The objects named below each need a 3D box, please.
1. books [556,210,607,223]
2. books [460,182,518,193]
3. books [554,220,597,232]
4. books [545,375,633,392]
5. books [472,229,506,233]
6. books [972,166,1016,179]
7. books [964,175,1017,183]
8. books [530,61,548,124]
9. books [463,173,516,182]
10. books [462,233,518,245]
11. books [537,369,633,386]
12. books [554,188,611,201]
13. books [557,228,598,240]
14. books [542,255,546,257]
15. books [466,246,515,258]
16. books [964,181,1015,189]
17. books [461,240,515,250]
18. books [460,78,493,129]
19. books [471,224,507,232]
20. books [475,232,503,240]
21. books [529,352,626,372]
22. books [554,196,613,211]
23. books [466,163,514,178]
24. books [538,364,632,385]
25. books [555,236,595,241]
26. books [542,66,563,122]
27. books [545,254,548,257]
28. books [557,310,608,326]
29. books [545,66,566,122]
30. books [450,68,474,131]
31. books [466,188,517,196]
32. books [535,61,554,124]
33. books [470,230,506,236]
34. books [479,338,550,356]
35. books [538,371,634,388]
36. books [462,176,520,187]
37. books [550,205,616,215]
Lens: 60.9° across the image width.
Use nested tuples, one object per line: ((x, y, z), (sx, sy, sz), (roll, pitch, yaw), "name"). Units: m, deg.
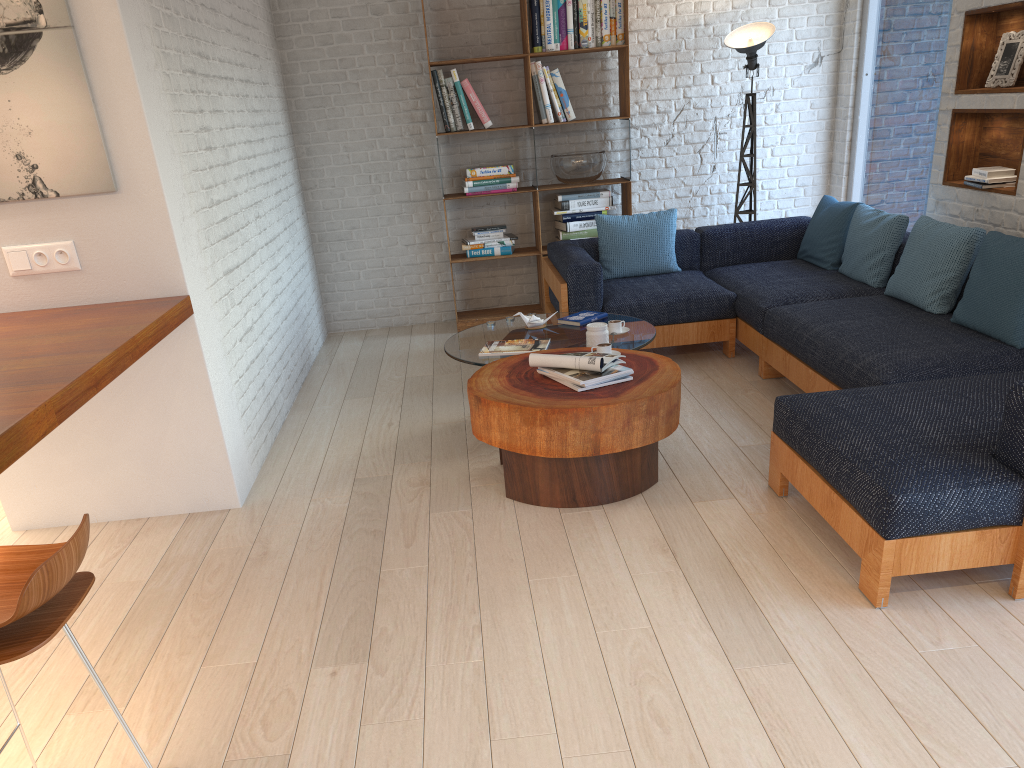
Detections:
((0.498, -1.227, 6.317), (0.325, 0.059, 0.239), (-7, 18, -7), "books")
((-0.165, -1.405, 6.201), (0.379, 0.039, 0.229), (-7, 18, -6), "books")
((0.529, -1.174, 6.355), (0.376, 0.069, 0.231), (-10, 19, -14), "books")
((0.308, -0.035, 3.608), (0.249, 0.011, 0.303), (-13, 19, -22), "books")
((-0.173, -1.128, 6.353), (0.242, 0.009, 0.146), (-6, 18, -2), "books")
((2.435, -1.070, 4.410), (0.132, 0.036, 0.192), (-3, 18, 7), "books")
((2.436, -1.043, 4.416), (0.171, 0.020, 0.221), (-5, 18, 0), "books")
((0.172, -1.994, 5.981), (0.101, 0.408, 0.228), (-6, 23, -3), "books")
((-0.162, -1.473, 6.183), (0.355, 0.022, 0.255), (-6, 18, -3), "books")
((-0.165, -1.057, 6.362), (0.378, 0.019, 0.230), (-8, 18, -9), "books")
((0.298, -0.054, 3.596), (0.246, 0.011, 0.306), (-17, 21, -32), "books")
((0.505, -1.364, 6.281), (0.379, 0.039, 0.229), (-6, 18, -2), "books")
((0.521, -1.119, 6.396), (0.362, 0.059, 0.265), (-5, 18, 0), "books")
((0.243, -0.768, 6.526), (0.036, 0.408, 0.228), (-6, 23, -3), "books")
((-0.154, -0.987, 6.397), (0.327, 0.059, 0.238), (-3, 18, 7), "books")
((2.430, -1.020, 4.438), (0.162, 0.018, 0.236), (-3, 18, 7), "books")
((-0.179, -1.032, 6.383), (0.379, 0.039, 0.229), (-6, 18, -2), "books")
((-0.248, -1.924, 5.988), (0.195, 0.339, 0.238), (-6, 23, -2), "books")
((-0.170, -1.136, 6.336), (0.252, 0.018, 0.152), (-6, 18, -2), "books")
((-0.170, -1.089, 6.371), (0.206, 0.036, 0.124), (-6, 18, -2), "books")
((0.278, -0.096, 3.648), (0.319, 0.116, 0.258), (5, 22, 28), "books")
((0.514, -1.316, 6.308), (0.378, 0.069, 0.229), (-8, 19, -7), "books")
((-0.157, -1.510, 6.164), (0.326, 0.059, 0.239), (-5, 18, 0), "books")
((0.296, -0.062, 3.584), (0.247, 0.011, 0.304), (-15, 20, -27), "books")
((0.529, -1.056, 6.406), (0.378, 0.069, 0.229), (-8, 19, -7), "books")
((0.265, -1.982, 5.979), (0.124, 0.371, 0.254), (-6, 23, -3), "books")
((0.278, -0.776, 6.541), (0.036, 0.408, 0.228), (-6, 23, -3), "books")
((0.379, -0.353, 4.685), (0.158, 0.024, 0.223), (13, 25, 44), "books")
((0.286, -1.987, 5.988), (0.124, 0.371, 0.254), (-6, 23, -3), "books")
((-0.341, -1.938, 5.950), (0.121, 0.406, 0.228), (-6, 23, -3), "books")
((-0.154, -1.380, 6.220), (0.355, 0.022, 0.255), (-6, 18, -2), "books")
((0.212, -1.990, 5.962), (0.103, 0.408, 0.228), (-6, 23, -3), "books")
((-0.179, -1.116, 6.366), (0.235, 0.020, 0.161), (-8, 18, -8), "books")
((0.015, -0.181, 4.275), (0.318, 0.011, 0.236), (-2, 18, 10), "books")
((0.303, -0.050, 3.617), (0.246, 0.011, 0.306), (-17, 21, -32), "books")
((-0.156, -1.440, 6.178), (0.378, 0.039, 0.229), (-8, 18, -8), "books")
((0.510, -1.269, 6.311), (0.444, 0.022, 0.255), (-6, 18, -2), "books")
